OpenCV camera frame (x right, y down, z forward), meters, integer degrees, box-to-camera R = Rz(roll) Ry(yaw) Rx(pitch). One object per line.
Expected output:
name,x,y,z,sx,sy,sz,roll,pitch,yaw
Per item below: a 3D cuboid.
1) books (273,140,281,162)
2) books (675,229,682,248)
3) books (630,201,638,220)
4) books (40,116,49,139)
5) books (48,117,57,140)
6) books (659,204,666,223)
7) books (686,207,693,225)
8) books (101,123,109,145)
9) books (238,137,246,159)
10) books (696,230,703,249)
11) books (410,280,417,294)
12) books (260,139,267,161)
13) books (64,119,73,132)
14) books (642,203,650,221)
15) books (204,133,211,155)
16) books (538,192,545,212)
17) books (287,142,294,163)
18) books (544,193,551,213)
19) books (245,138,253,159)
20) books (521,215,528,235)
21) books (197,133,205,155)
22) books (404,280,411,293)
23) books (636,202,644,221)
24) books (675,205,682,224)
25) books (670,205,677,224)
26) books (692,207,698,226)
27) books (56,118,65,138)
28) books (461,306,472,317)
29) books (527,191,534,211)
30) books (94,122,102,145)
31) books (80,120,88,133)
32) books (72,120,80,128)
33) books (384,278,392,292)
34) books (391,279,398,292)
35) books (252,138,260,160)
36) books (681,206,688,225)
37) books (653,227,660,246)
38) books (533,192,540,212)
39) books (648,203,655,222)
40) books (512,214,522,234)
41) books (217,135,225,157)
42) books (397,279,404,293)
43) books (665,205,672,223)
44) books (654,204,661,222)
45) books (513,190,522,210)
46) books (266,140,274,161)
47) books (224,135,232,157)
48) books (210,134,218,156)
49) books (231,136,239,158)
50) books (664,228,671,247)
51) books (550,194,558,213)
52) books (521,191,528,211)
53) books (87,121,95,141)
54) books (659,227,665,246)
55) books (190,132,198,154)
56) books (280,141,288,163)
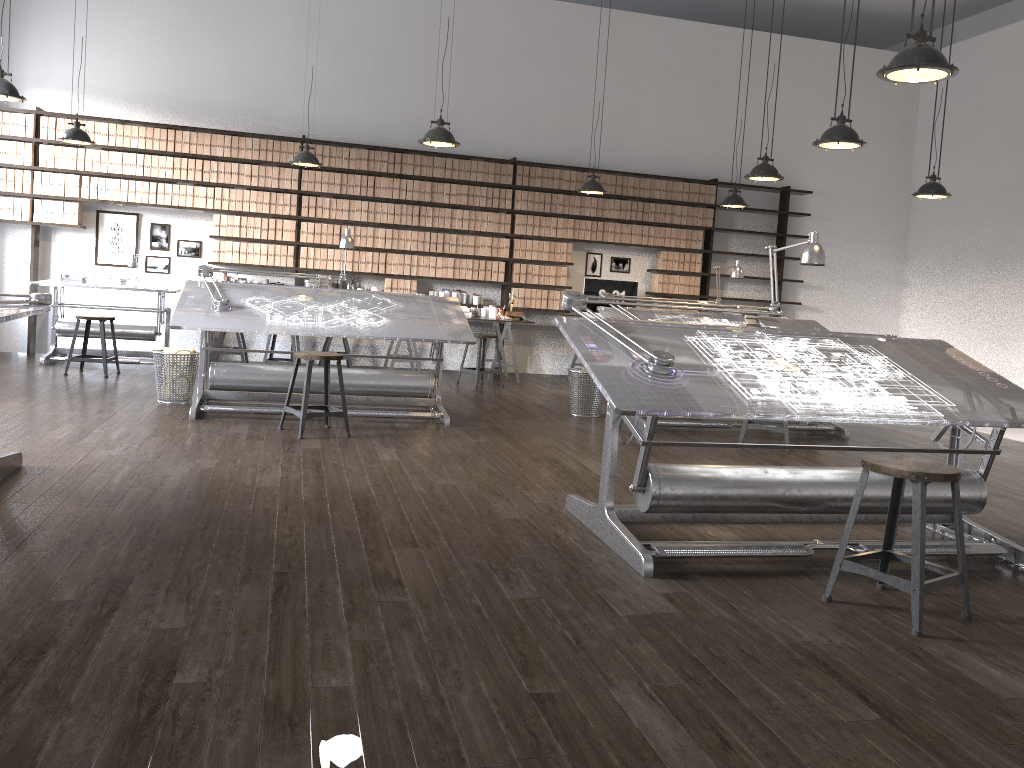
books,-2.499,-2.463,9.416,0.066,0.225,0.175,3,5,-14
books,1.949,-1.736,10.565,0.066,0.225,0.175,3,5,-14
books,1.406,-2.026,10.411,0.066,0.225,0.175,3,5,-14
books,-4.668,-2.552,8.877,0.066,0.225,0.175,3,5,-14
books,-4.595,-2.549,8.889,0.067,0.225,0.175,3,5,-14
books,1.757,-2.012,10.498,0.066,0.225,0.175,3,5,-14
books,2.086,-1.998,10.579,0.066,0.225,0.175,3,5,-14
books,-4.126,-2.529,9.008,0.066,0.225,0.175,3,5,-14
books,-2.841,-2.477,9.333,0.066,0.225,0.175,3,5,-14
books,2.217,-1.725,10.628,0.066,0.225,0.175,3,5,-14
books,-1.108,-1.045,9.868,0.066,0.225,0.175,3,5,-14
books,-2.631,-2.468,9.377,0.067,0.225,0.175,3,5,-14
books,-4.454,-2.543,8.925,0.066,0.225,0.175,3,5,-14
books,1.550,-2.021,10.447,0.066,0.225,0.175,3,5,-14
books,-3.170,-2.490,9.243,0.067,0.225,0.175,3,5,-14
books,0.316,-2.071,10.139,0.066,0.225,0.175,3,5,-14
books,-2.363,-2.457,9.448,0.066,0.225,0.175,3,5,-14
books,0.389,-2.068,10.152,0.067,0.225,0.175,3,5,-14
books,-2.772,-2.474,9.346,0.066,0.225,0.175,3,5,-14
books,0.117,-1.811,10.103,0.067,0.225,0.175,3,5,-14
books,-3.237,-2.493,9.233,0.066,0.225,0.175,3,5,-14
books,-1.176,-1.047,9.846,0.066,0.225,0.175,3,5,-14
books,1.479,-2.023,10.423,0.067,0.225,0.175,3,5,-14
books,1.949,-2.004,10.543,0.066,0.225,0.175,3,5,-14
books,1.887,-2.007,10.529,0.066,0.225,0.175,3,5,-14
books,2.154,-1.996,10.598,0.066,0.225,0.175,3,5,-14
books,-4.524,-2.546,8.913,0.066,0.225,0.175,3,5,-14
books,-0.594,-0.809,9.677,0.294,0.147,0.387,2,6,-14
books,0.193,-2.076,10.102,0.067,0.225,0.175,3,5,-14
books,-4.187,-2.532,8.995,0.066,0.225,0.175,3,5,-14
books,-4.318,-2.538,8.964,0.066,0.225,0.175,3,5,-14
books,-4.386,-2.540,8.947,0.066,0.225,0.175,3,5,-14
books,-1.378,-1.055,9.794,0.067,0.225,0.175,3,5,-14
books,-1.314,-1.053,9.816,0.066,0.225,0.175,3,5,-14
books,-2.701,-2.471,9.360,0.066,0.225,0.175,3,5,-14
books,2.019,-2.001,10.558,0.067,0.225,0.175,3,5,-14
books,1.681,-1.748,10.500,0.066,0.225,0.175,3,5,-14
books,0.253,-2.074,10.121,0.066,0.225,0.175,3,5,-14
books,1.620,-2.017,10.459,0.066,0.225,0.175,3,5,-14
books,0.054,-1.814,10.092,0.066,0.225,0.175,3,5,-14
books,-3.046,-2.485,9.278,0.066,0.225,0.175,3,5,-14
books,-1.245,-1.050,9.833,0.066,0.225,0.175,3,5,-14
books,1.824,-2.009,10.508,0.067,0.225,0.175,3,5,-14
books,1.688,-2.015,10.481,0.066,0.225,0.175,3,5,-14
books,0.051,-2.082,10.070,0.066,0.225,0.175,3,5,-14
books,-2.571,-2.466,9.397,0.066,0.225,0.175,3,5,-14
books,-2.975,-2.482,9.293,0.067,0.225,0.175,3,5,-14
books,-3.107,-2.488,9.264,0.066,0.225,0.175,3,5,-14
books,-2.908,-2.480,9.314,0.066,0.225,0.175,3,5,-14
books,1.818,-1.741,10.529,0.067,0.225,0.175,3,5,-14
books,0.460,-2.065,10.175,0.066,0.225,0.175,3,5,-14
books,0.122,-2.079,10.084,0.066,0.225,0.175,3,5,-14
books,-4.251,-2.534,8.974,0.067,0.225,0.175,3,5,-14
books,1.749,-1.745,10.515,0.066,0.225,0.175,3,5,-14
books,-3.306,-2.496,9.216,0.066,0.225,0.175,3,5,-14
books,-2.431,-2.460,9.435,0.066,0.225,0.175,3,5,-14
